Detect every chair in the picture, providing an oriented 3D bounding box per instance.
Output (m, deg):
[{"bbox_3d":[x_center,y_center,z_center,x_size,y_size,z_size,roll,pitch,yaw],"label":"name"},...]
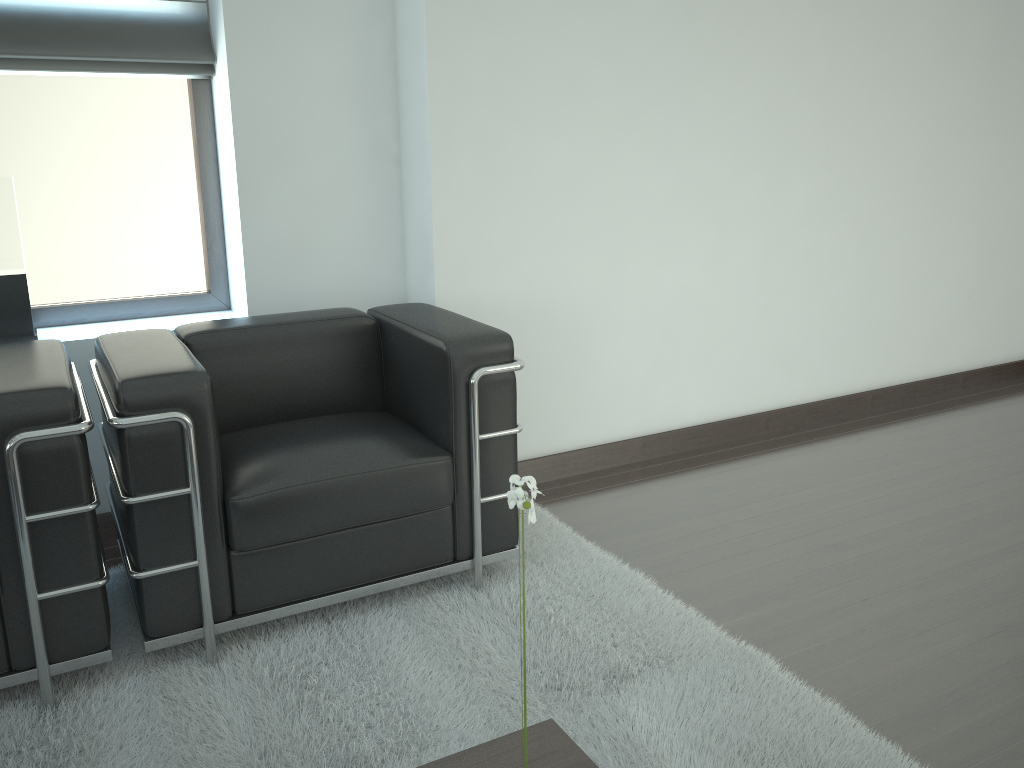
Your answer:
[{"bbox_3d":[-0.893,0.335,3.938,1.649,1.162,1.129,-8,16,-28],"label":"chair"},{"bbox_3d":[-2.376,0.562,3.163,1.649,1.162,1.129,-8,16,-28],"label":"chair"}]

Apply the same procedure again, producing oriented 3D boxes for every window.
[{"bbox_3d":[-2.588,-1.614,4.310,2.136,2.713,0.147,-8,15,-28],"label":"window"}]

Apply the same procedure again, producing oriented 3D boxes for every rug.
[{"bbox_3d":[-0.808,1.604,1.279,5.178,0.109,6.287,-9,17,-27],"label":"rug"}]

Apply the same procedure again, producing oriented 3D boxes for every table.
[{"bbox_3d":[-0.269,1.442,1.128,1.924,0.438,1.947,-9,17,-27],"label":"table"}]

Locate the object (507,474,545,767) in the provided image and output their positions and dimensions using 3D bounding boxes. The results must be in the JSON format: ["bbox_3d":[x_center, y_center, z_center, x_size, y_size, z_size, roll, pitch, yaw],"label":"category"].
[{"bbox_3d":[-0.007,0.611,1.474,0.336,0.985,0.254,-8,15,-28],"label":"object"}]

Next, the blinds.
[{"bbox_3d":[-2.514,-2.184,4.024,2.127,1.466,0.223,-9,15,-28],"label":"blinds"}]

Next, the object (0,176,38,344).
[{"bbox_3d":[-2.461,-0.595,4.246,0.244,0.770,0.240,-8,15,-28],"label":"object"}]
